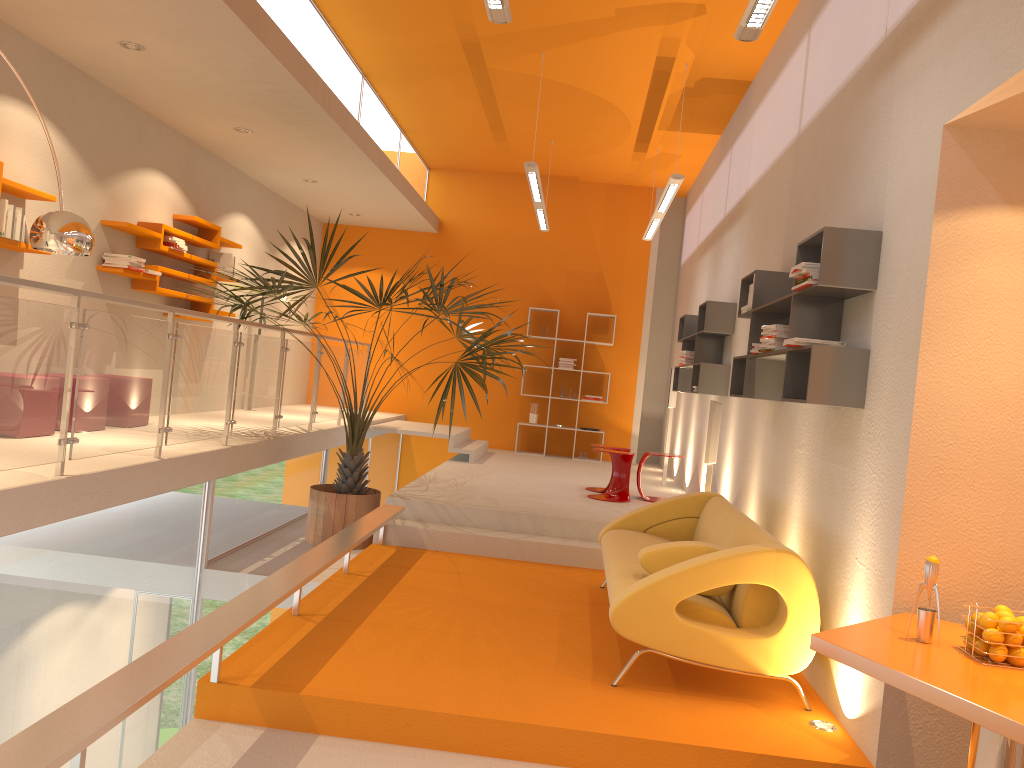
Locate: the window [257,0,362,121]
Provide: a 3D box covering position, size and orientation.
[{"bbox_3d":[-1.611,-2.697,7.335,0.006,0.660,2.794,6,1,4],"label":"window"}]

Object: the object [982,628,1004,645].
[{"bbox_3d":[1.486,0.780,2.739,0.063,0.051,0.053,6,1,8],"label":"object"}]

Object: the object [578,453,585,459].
[{"bbox_3d":[1.117,2.362,6.909,0.129,2.692,10.507,6,1,-3],"label":"object"}]

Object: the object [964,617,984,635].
[{"bbox_3d":[1.492,0.781,2.863,0.053,0.055,0.060,6,1,-8],"label":"object"}]

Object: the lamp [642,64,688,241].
[{"bbox_3d":[1.544,-2.217,8.972,0.120,1.052,3.195,6,1,4],"label":"lamp"}]

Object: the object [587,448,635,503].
[{"bbox_3d":[0.927,0.844,8.236,0.391,0.450,0.420,6,1,34],"label":"object"}]

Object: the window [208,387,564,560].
[{"bbox_3d":[-1.101,0.588,9.276,0.908,1.393,6.719,6,1,24],"label":"window"}]

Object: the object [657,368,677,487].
[{"bbox_3d":[1.731,0.475,9.834,0.116,1.317,0.111,6,1,1],"label":"object"}]

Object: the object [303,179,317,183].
[{"bbox_3d":[-2.210,-2.242,9.713,0.143,0.059,0.143,6,1,-24],"label":"object"}]

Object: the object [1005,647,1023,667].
[{"bbox_3d":[1.561,0.841,2.746,0.064,0.063,0.074,5,1,-30],"label":"object"}]

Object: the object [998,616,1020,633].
[{"bbox_3d":[1.532,0.742,2.736,0.063,0.051,0.053,6,1,-3],"label":"object"}]

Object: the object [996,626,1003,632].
[{"bbox_3d":[1.516,0.781,2.789,0.051,0.053,0.064,6,1,42],"label":"object"}]

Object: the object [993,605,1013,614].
[{"bbox_3d":[1.586,0.744,2.861,0.059,0.060,0.050,6,1,39],"label":"object"}]

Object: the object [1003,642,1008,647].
[{"bbox_3d":[1.544,0.833,2.785,0.057,0.060,0.052,5,1,-45],"label":"object"}]

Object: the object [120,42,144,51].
[{"bbox_3d":[-2.494,-2.236,5.823,0.143,0.059,0.143,6,1,-24],"label":"object"}]

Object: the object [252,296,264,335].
[{"bbox_3d":[-2.941,-0.352,10.172,0.116,1.317,0.111,6,1,11],"label":"object"}]

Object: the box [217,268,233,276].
[{"bbox_3d":[-2.933,-1.119,8.812,0.232,0.047,0.232,6,1,4],"label":"box"}]

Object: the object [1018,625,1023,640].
[{"bbox_3d":[1.603,0.772,2.750,0.061,0.052,0.053,5,1,-38],"label":"object"}]

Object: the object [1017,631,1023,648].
[{"bbox_3d":[1.591,0.806,2.795,0.051,0.053,0.062,5,1,-43],"label":"object"}]

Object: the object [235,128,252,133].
[{"bbox_3d":[-2.352,-2.239,7.768,0.143,0.059,0.143,6,1,-13],"label":"object"}]

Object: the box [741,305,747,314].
[{"bbox_3d":[1.617,-0.469,5.726,0.232,0.047,0.232,6,1,4],"label":"box"}]

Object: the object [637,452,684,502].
[{"bbox_3d":[1.409,0.890,8.478,0.420,0.450,0.391,6,1,4],"label":"object"}]

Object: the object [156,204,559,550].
[{"bbox_3d":[-1.163,0.011,7.476,3.098,2.600,3.241,6,1,12],"label":"object"}]

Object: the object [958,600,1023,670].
[{"bbox_3d":[1.556,0.783,2.800,0.207,0.174,0.189,6,1,4],"label":"object"}]

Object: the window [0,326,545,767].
[{"bbox_3d":[-1.295,1.782,8.052,0.481,5.399,8.922,6,1,16],"label":"window"}]

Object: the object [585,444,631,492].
[{"bbox_3d":[0.956,0.842,8.786,0.391,0.450,0.420,6,1,-26],"label":"object"}]

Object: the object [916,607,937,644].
[{"bbox_3d":[1.364,0.797,2.925,0.060,0.106,0.060,6,1,36],"label":"object"}]

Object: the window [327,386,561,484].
[{"bbox_3d":[-1.149,2.174,10.812,0.993,4.599,4.234,6,1,36],"label":"window"}]

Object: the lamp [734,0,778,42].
[{"bbox_3d":[1.093,-2.207,2.798,0.120,1.052,3.195,6,1,4],"label":"lamp"}]

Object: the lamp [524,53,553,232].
[{"bbox_3d":[0.324,-2.341,9.061,0.120,1.052,3.195,6,1,4],"label":"lamp"}]

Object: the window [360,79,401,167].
[{"bbox_3d":[-1.438,-2.701,9.700,0.006,0.660,1.869,6,1,4],"label":"window"}]

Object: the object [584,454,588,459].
[{"bbox_3d":[1.040,2.369,5.599,0.102,2.685,13.193,6,1,-1],"label":"object"}]

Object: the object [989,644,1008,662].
[{"bbox_3d":[1.501,0.829,2.739,0.052,0.057,0.060,6,1,41],"label":"object"}]

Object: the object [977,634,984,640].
[{"bbox_3d":[1.534,0.817,2.865,0.052,0.053,0.062,6,1,-14],"label":"object"}]

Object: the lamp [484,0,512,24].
[{"bbox_3d":[-0.126,-2.331,2.887,0.120,1.052,3.195,6,1,4],"label":"lamp"}]

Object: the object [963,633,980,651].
[{"bbox_3d":[1.483,0.832,2.854,0.053,0.053,0.061,6,1,-6],"label":"object"}]

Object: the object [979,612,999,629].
[{"bbox_3d":[1.489,0.741,2.767,0.057,0.060,0.052,6,1,27],"label":"object"}]

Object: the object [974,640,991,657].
[{"bbox_3d":[1.485,0.833,2.794,0.061,0.053,0.053,6,1,-8],"label":"object"}]

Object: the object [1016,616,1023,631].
[{"bbox_3d":[1.621,0.762,2.805,0.051,0.053,0.063,5,1,-38],"label":"object"}]

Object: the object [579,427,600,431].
[{"bbox_3d":[1.065,0.621,12.134,0.294,0.020,0.294,6,1,44],"label":"object"}]

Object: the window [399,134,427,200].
[{"bbox_3d":[-1.299,-2.704,11.599,0.006,0.660,1.860,6,1,4],"label":"window"}]

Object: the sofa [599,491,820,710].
[{"bbox_3d":[0.973,1.045,4.926,0.929,0.706,2.081,6,1,4],"label":"sofa"}]

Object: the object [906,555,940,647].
[{"bbox_3d":[1.380,0.707,2.911,0.101,0.288,0.088,6,1,-26],"label":"object"}]

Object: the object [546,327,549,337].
[{"bbox_3d":[-1.013,1.809,9.013,0.351,5.384,6.779,6,1,24],"label":"object"}]

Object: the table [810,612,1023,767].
[{"bbox_3d":[1.356,1.239,2.057,0.969,0.760,2.573,6,1,4],"label":"table"}]

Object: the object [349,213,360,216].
[{"bbox_3d":[-2.068,-2.245,11.657,0.143,0.059,0.143,6,1,-24],"label":"object"}]

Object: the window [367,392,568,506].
[{"bbox_3d":[-0.654,2.254,11.560,2.294,4.526,1.860,6,1,4],"label":"window"}]

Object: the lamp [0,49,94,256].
[{"bbox_3d":[-2.842,-0.760,4.024,0.315,2.259,2.077,6,1,27],"label":"lamp"}]

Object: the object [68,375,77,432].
[{"bbox_3d":[-3.167,0.127,6.313,0.390,0.377,0.390,6,1,4],"label":"object"}]

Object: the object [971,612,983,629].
[{"bbox_3d":[1.492,0.753,2.821,0.053,0.051,0.063,6,1,-5],"label":"object"}]

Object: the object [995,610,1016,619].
[{"bbox_3d":[1.553,0.740,2.792,0.063,0.053,0.051,6,1,41],"label":"object"}]

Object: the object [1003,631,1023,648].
[{"bbox_3d":[1.548,0.788,2.742,0.052,0.053,0.062,6,1,11],"label":"object"}]
